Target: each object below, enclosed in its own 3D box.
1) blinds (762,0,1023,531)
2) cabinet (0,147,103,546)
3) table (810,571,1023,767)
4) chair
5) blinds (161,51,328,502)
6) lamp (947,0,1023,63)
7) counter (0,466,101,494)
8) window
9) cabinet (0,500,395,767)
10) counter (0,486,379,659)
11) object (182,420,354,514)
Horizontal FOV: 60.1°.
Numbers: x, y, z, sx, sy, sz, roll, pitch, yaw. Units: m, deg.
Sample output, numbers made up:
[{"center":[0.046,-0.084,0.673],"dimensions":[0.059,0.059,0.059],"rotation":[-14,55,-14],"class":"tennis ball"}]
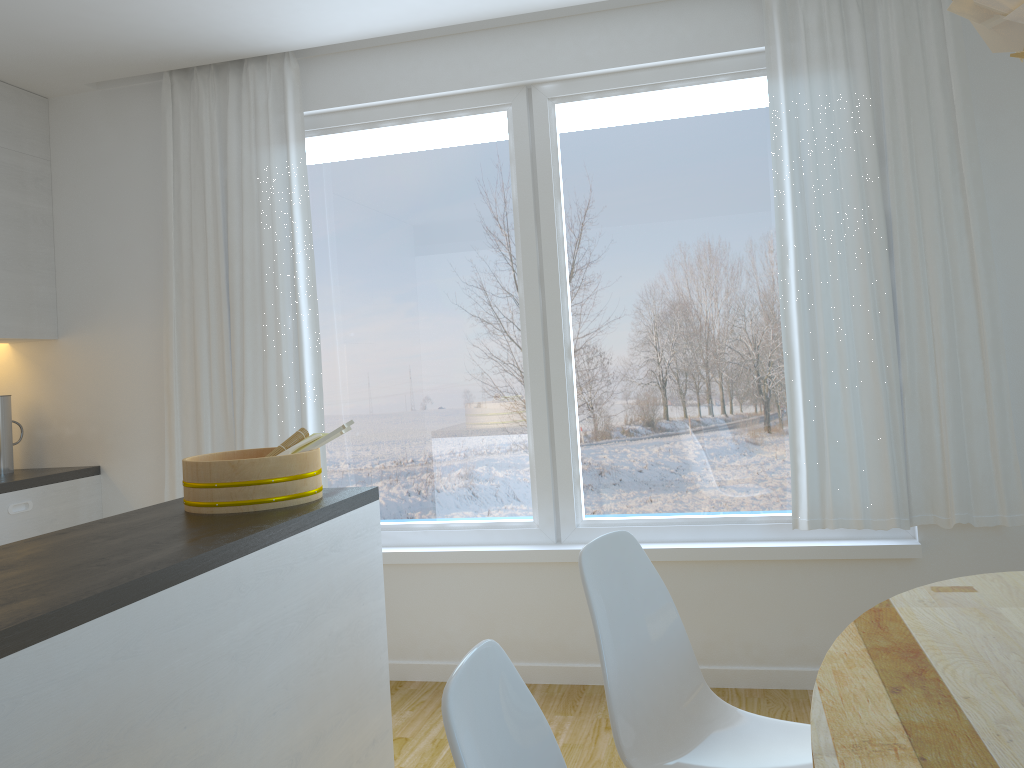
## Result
[{"center":[1.358,-0.554,3.236],"dimensions":[0.794,2.165,0.150],"rotation":[-4,-3,14],"class":"blinds"},{"center":[-2.535,0.147,2.612],"dimensions":[0.480,2.305,3.200],"rotation":[-4,0,14],"class":"cabinet"},{"center":[1.001,0.840,1.007],"dimensions":[1.192,0.726,2.190],"rotation":[-4,1,12],"class":"table"},{"center":[0.445,0.773,1.803],"dimensions":[0.522,0.904,0.430],"rotation":[-5,-2,34],"class":"chair"},{"center":[-1.225,-0.400,3.861],"dimensions":[0.794,2.165,0.150],"rotation":[-4,-3,13],"class":"blinds"},{"center":[0.834,-0.932,1.108],"dimensions":[0.646,1.138,0.638],"rotation":[-4,-2,13],"class":"lamp"},{"center":[-2.432,0.450,3.195],"dimensions":[0.599,0.040,2.000],"rotation":[-3,1,14],"class":"counter"},{"center":[0.141,-0.302,3.725],"dimensions":[2.723,1.923,0.088],"rotation":[-4,-2,14],"class":"window"},{"center":[-0.947,0.863,1.562],"dimensions":[0.600,0.911,2.400],"rotation":[-4,1,14],"class":"cabinet"},{"center":[-0.978,0.388,1.583],"dimensions":[0.600,0.040,2.401],"rotation":[-3,1,14],"class":"counter"},{"center":[-0.717,0.227,2.527],"dimensions":[0.377,0.214,0.430],"rotation":[-3,0,42],"class":"object"}]
